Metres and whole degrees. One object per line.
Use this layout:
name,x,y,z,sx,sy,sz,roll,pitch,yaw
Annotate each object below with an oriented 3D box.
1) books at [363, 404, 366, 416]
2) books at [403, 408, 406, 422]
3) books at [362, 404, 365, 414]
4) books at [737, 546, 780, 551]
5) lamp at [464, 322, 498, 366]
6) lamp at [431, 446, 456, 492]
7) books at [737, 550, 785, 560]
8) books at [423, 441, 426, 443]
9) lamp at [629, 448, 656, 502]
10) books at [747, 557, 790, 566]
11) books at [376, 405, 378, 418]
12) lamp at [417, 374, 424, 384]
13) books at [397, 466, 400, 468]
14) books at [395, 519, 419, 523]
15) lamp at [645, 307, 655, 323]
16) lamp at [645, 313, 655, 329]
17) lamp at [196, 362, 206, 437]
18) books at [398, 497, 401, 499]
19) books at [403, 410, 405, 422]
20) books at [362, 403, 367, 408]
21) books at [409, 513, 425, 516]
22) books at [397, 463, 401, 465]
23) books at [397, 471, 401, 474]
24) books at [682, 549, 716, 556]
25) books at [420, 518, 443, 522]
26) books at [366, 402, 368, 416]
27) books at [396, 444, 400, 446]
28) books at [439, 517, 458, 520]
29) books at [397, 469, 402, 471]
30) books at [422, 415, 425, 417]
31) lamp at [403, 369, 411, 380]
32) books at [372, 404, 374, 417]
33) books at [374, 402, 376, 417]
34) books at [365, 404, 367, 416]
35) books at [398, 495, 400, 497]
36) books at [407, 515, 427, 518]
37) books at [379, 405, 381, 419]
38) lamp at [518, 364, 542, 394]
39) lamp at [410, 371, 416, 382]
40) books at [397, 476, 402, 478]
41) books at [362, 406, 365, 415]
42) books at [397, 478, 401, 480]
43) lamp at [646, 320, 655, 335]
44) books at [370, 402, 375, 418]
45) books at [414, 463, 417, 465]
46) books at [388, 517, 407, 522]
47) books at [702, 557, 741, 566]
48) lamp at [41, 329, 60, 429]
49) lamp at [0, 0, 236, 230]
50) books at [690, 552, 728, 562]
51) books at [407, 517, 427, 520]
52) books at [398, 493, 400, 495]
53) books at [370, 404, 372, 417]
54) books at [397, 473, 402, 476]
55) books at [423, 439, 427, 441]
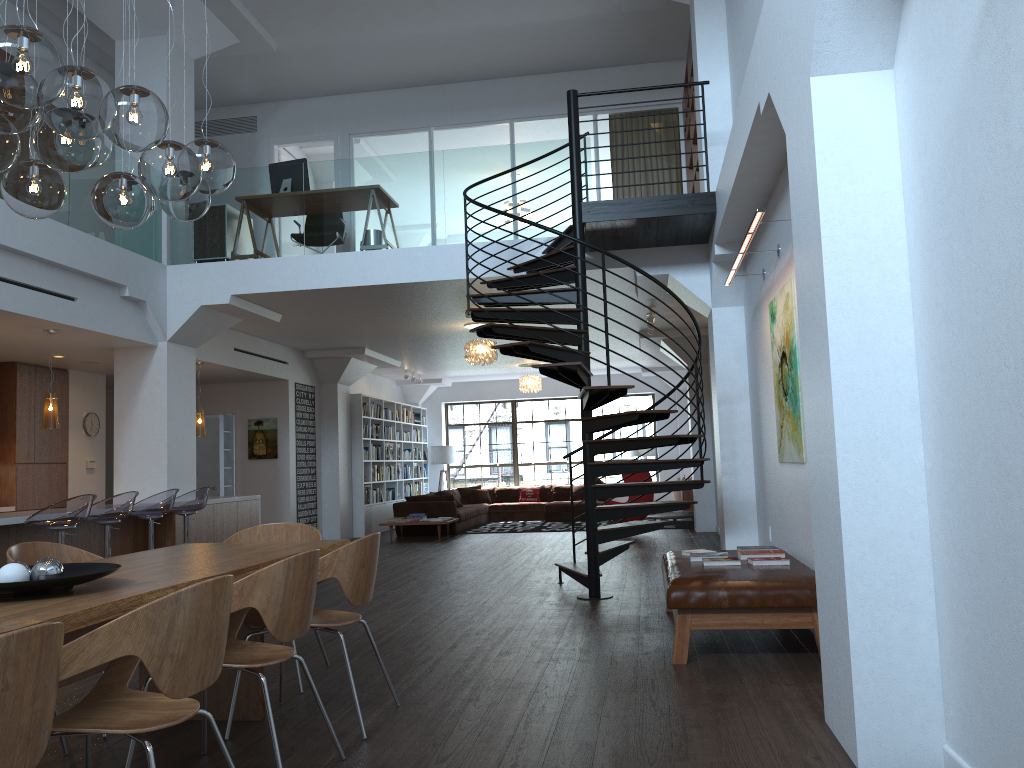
books,-2.605,0.457,15.288,0.161,0.218,0.101,-3,-5,8
books,-2.230,0.639,17.834,0.176,0.290,0.053,-3,-5,8
books,-2.628,0.446,15.135,0.182,0.215,0.188,-3,-5,8
books,1.698,1.147,6.122,0.254,0.044,0.183,-2,-5,3
lamp,-0.415,-0.520,11.820,0.442,0.539,0.441,2,-7,-39
lamp,-1.481,2.144,19.345,0.545,1.579,0.545,-2,-5,-3
books,1.632,1.119,5.810,0.283,0.043,0.197,-3,-5,8
books,-2.021,1.254,19.187,0.284,0.035,0.197,-6,-7,38
lamp,2.764,1.918,18.611,0.545,1.579,0.545,-4,-5,19
books,1.585,1.096,5.483,0.224,0.036,0.161,-2,-5,3
books,-2.501,0.498,15.938,0.182,0.253,0.098,-3,-5,8
lamp,-1.838,-0.101,17.742,0.120,0.211,0.111,-1,-5,-17
books,-2.260,1.617,17.227,0.161,0.026,0.223,-2,-5,-2
books,-1.685,2.188,14.200,0.236,0.035,0.340,-6,-6,33
lamp,1.714,-0.850,10.949,0.120,0.211,0.111,-1,-5,-17
lamp,1.793,-0.807,11.460,0.120,0.211,0.111,1,-6,-32
lamp,-3.789,0.186,10.760,0.149,0.900,0.149,2,-6,-36
books,-2.310,2.206,17.156,0.284,0.035,0.197,-3,-5,8
books,-2.239,0.653,17.750,0.171,0.246,0.057,-3,-5,8
books,-2.602,0.448,15.355,0.159,0.248,0.089,-3,-5,8
books,-1.557,2.150,14.594,0.224,0.027,0.157,-3,-5,13
books,-2.274,1.560,17.234,0.185,0.041,0.129,-4,-6,23
books,-2.279,1.722,17.236,0.231,0.044,0.168,-2,-5,3
books,1.292,1.170,6.141,0.161,0.031,0.223,-1,-5,-14
books,-1.290,2.165,14.132,0.231,0.040,0.342,2,-7,-41
books,-2.594,0.450,15.397,0.170,0.251,0.118,-3,-5,8
books,-2.302,1.185,17.181,0.224,0.030,0.161,-4,-5,18
books,-1.085,2.187,14.448,0.256,0.035,0.350,-6,-6,34
books,-2.286,1.681,17.233,0.253,0.040,0.183,-3,-5,8
books,-1.972,0.801,19.406,0.140,0.231,0.042,-3,-5,8
lamp,-1.992,-0.187,16.733,0.111,0.211,0.120,-7,-7,42
books,-2.545,0.481,15.688,0.174,0.242,0.105,-3,-5,8
books,-2.534,0.471,15.840,0.197,0.290,0.136,-3,-5,8
books,-2.597,0.458,15.322,0.161,0.222,0.084,-3,-5,8
books,-2.311,2.172,17.159,0.284,0.033,0.197,-2,-5,-7
books,-1.561,2.182,14.593,0.279,0.035,0.191,-4,-5,18
books,-2.478,0.512,16.125,0.182,0.255,0.077,-3,-5,8
lamp,0.346,-0.096,16.805,0.442,0.539,0.441,2,-7,-39
lamp,-1.916,-0.145,17.231,0.120,0.211,0.111,1,-6,-32
books,-2.287,1.802,17.220,0.251,0.037,0.160,-3,-5,13
books,-2.623,0.457,15.225,0.167,0.210,0.162,-3,-5,8
books,-2.284,1.839,17.214,0.246,0.038,0.171,-3,-5,8
lamp,1.869,-0.765,11.959,0.111,0.211,0.120,-7,-7,42
books,-2.539,0.464,15.777,0.176,0.293,0.125,-3,-5,8
books,-2.105,1.657,18.349,0.224,0.030,0.161,-4,-5,18
books,-1.878,2.224,14.574,0.241,0.045,0.334,-3,-5,10
books,1.310,1.111,5.550,0.224,0.032,0.161,-3,-5,8
lamp,-3.215,-0.450,9.021,2.842,1.807,0.149,3,-7,-42
lamp,-1.699,-1.729,3.545,0.849,2.140,1.787,-3,-5,7
books,1.293,1.134,5.819,0.247,0.040,0.185,-3,-5,12
books,-1.555,2.217,14.586,0.312,0.037,0.216,-2,-5,-2
books,-2.316,2.140,17.166,0.254,0.032,0.174,-3,-5,13
books,-2.557,0.473,15.636,0.170,0.251,0.118,-3,-5,8
books,-2.290,1.766,17.248,0.259,0.040,0.180,-3,-5,8
books,-2.022,1.220,19.190,0.284,0.033,0.197,-4,-6,23
